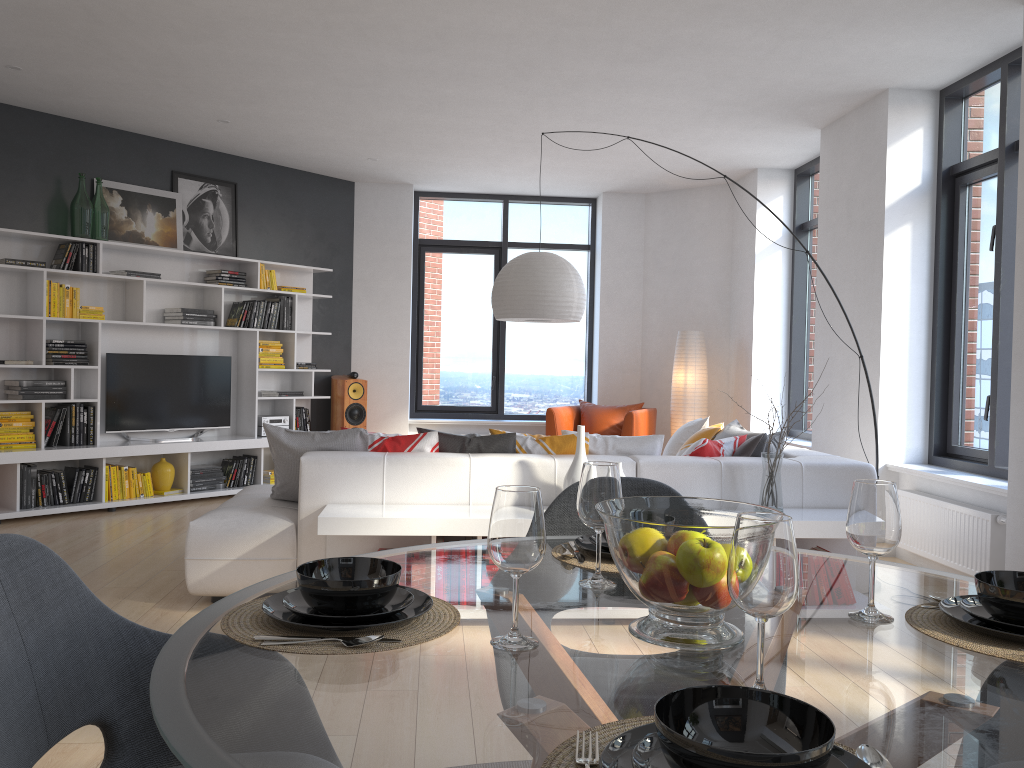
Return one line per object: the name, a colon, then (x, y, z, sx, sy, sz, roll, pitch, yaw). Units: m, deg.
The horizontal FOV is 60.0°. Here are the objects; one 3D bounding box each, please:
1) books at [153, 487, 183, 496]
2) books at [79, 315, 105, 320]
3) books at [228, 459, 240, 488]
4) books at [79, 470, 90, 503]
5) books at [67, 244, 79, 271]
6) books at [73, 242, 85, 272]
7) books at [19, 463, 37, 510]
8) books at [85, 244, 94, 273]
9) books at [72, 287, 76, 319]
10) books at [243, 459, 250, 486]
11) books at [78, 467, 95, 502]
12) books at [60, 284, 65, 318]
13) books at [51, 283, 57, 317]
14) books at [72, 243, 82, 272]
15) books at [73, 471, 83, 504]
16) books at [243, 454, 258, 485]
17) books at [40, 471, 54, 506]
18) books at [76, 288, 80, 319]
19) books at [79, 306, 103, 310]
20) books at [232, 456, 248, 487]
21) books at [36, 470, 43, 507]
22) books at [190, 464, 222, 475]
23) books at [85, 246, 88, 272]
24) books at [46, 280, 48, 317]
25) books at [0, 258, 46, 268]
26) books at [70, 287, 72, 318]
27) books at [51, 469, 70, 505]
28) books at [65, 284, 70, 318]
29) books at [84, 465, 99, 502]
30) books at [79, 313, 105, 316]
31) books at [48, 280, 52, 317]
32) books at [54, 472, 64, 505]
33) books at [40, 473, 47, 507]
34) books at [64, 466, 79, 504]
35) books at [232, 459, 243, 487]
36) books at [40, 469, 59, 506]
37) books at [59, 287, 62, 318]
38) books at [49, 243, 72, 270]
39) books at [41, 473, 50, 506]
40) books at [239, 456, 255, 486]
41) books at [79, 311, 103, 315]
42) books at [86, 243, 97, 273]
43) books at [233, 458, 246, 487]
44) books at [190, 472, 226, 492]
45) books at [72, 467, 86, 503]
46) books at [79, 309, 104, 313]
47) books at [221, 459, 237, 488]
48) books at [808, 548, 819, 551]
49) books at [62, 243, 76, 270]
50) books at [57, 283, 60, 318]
books: (-2.847, 0.870, 7.203, 0.270, 0.029, 0.204, 2, 1, 25)
books: (-3.242, -0.506, 6.779, 0.147, 0.033, 0.190, 2, 1, 40)
books: (-2.447, 0.770, 7.662, 0.187, 0.234, 0.096, 2, 1, 40)
books: (-3.260, 0.763, 6.684, 0.179, 0.243, 0.071, 2, 1, 39)
books: (-3.325, -0.945, 6.660, 0.154, 0.212, 0.074, 2, 1, 39)
books: (-3.283, -0.954, 6.719, 0.176, 0.232, 0.025, 2, 1, 40)
books: (-3.535, 0.729, 6.372, 0.259, 0.321, 0.128, 2, 1, 40)
books: (-3.246, -0.947, 6.758, 0.169, 0.218, 0.038, 2, 1, 40)
books: (-3.334, -0.607, 6.681, 0.172, 0.234, 0.024, 2, 1, 40)
books: (-2.367, 0.766, 7.747, 0.179, 0.243, 0.068, 2, 1, 39)
books: (-3.244, 0.760, 6.720, 0.191, 0.249, 0.084, 2, 1, 40)
books: (-3.388, -0.615, 6.621, 0.180, 0.251, 0.019, 2, 1, 40)
books: (-3.434, -0.617, 6.568, 0.198, 0.255, 0.044, 2, 1, 40)
books: (-3.295, -0.947, 6.697, 0.156, 0.221, 0.021, 2, 1, 40)
books: (-3.283, 0.766, 6.637, 0.172, 0.242, 0.069, 2, 1, 41)
books: (-2.326, 0.756, 7.805, 0.197, 0.260, 0.066, 2, 1, 40)
books: (-3.410, 0.764, 6.487, 0.169, 0.242, 0.050, 2, 1, 39)
books: (-3.320, -0.607, 6.704, 0.172, 0.234, 0.024, 2, 1, 40)
books: (-3.251, -0.579, 6.784, 0.138, 0.026, 0.186, 2, 1, 40)
books: (-2.389, 0.759, 7.730, 0.192, 0.254, 0.075, 2, 1, 39)
books: (-3.474, 0.751, 6.439, 0.202, 0.268, 0.053, 2, 1, 40)
books: (-2.654, 0.722, 7.486, 0.250, 0.047, 0.310, 2, 1, 35)
books: (-3.264, -0.939, 6.735, 0.147, 0.200, 0.021, 2, 1, 40)
books: (-3.463, -0.624, 6.512, 0.204, 0.270, 0.029, 2, 1, 40)
books: (-3.540, -0.862, 6.393, 0.208, 0.046, 0.268, 2, 1, 43)
books: (-3.352, -0.609, 6.665, 0.169, 0.239, 0.023, 2, 1, 40)
books: (-3.355, 0.761, 6.563, 0.191, 0.249, 0.083, 2, 1, 40)
books: (-3.369, -0.615, 6.641, 0.185, 0.250, 0.035, 2, 1, 40)
books: (-3.223, 0.755, 6.747, 0.197, 0.260, 0.066, 2, 1, 40)
books: (-3.244, -0.529, 6.782, 0.148, 0.011, 0.196, 2, 1, 40)
books: (-3.452, -0.624, 6.538, 0.213, 0.270, 0.025, 2, 1, 40)
books: (-3.375, 0.765, 6.534, 0.177, 0.242, 0.066, 2, 1, 40)
books: (-3.451, 0.767, 6.461, 0.189, 0.240, 0.053, 2, 1, 40)
books: (-3.319, 0.755, 6.638, 0.197, 0.260, 0.066, 2, 1, 40)
books: (-2.416, 0.770, 7.677, 0.169, 0.233, 0.081, 2, 1, 39)
books: (-3.400, 0.759, 6.516, 0.193, 0.255, 0.066, 2, 1, 39)
books: (-3.388, -0.602, 6.594, 0.156, 0.229, 0.024, 2, 1, 40)
books: (-3.369, -0.945, 6.617, 0.166, 0.213, 0.096, 2, 1, 38)
books: (-3.430, 0.768, 6.475, 0.170, 0.236, 0.049, 2, 1, 40)
books: (-2.347, 0.761, 7.778, 0.191, 0.249, 0.084, 2, 1, 40)
books: (-3.232, -0.542, 6.765, 0.113, 0.018, 0.169, 2, 1, 41)
books: (-3.222, -0.954, 6.775, 0.174, 0.230, 0.019, 2, 1, 40)
books: (-2.384, 0.767, 7.696, 0.172, 0.242, 0.069, 2, 1, 41)
books: (-2.635, 0.815, 7.479, 0.277, 0.137, 0.343, 2, 1, 35)
books: (-3.287, 0.758, 6.672, 0.192, 0.254, 0.075, 2, 1, 39)
books: (-3.239, -0.558, 6.779, 0.134, 0.014, 0.187, 2, 1, 40)
books: (-2.465, 0.769, 7.633, 0.182, 0.234, 0.104, 2, 1, 40)
books: (1.484, 0.917, 4.202, 0.119, 0.249, 0.187, 1, 1, -5)
books: (-3.353, -0.945, 6.646, 0.171, 0.214, 0.087, 2, 1, 40)
books: (-3.416, -0.619, 6.593, 0.199, 0.263, 0.015, 2, 1, 40)
